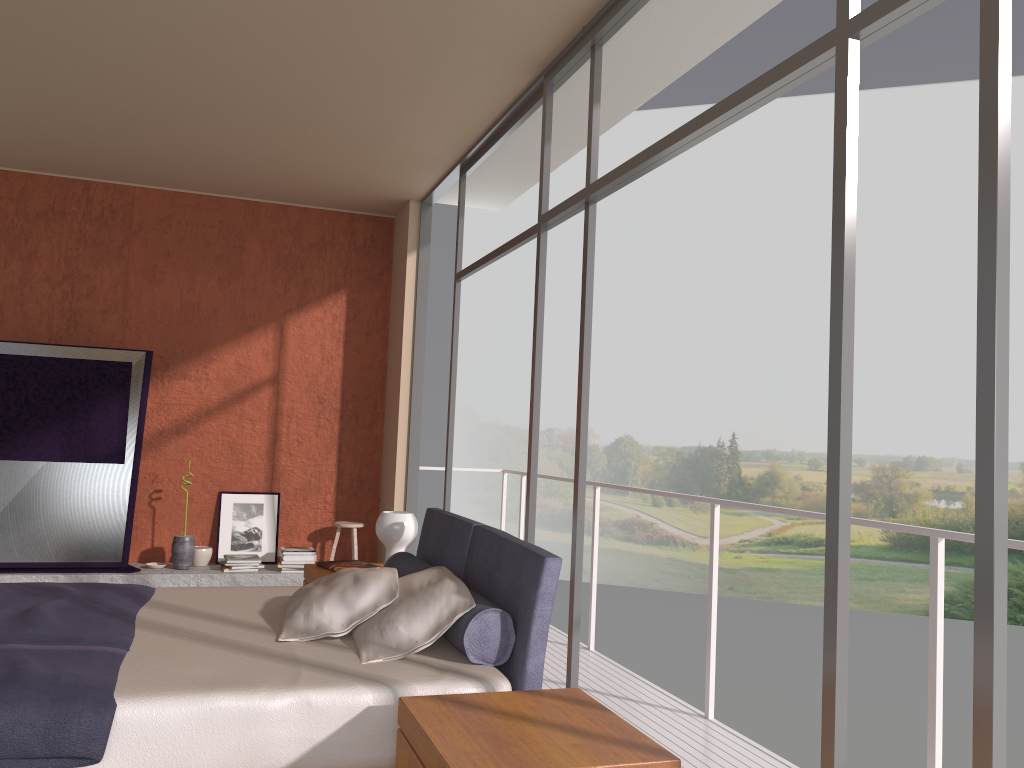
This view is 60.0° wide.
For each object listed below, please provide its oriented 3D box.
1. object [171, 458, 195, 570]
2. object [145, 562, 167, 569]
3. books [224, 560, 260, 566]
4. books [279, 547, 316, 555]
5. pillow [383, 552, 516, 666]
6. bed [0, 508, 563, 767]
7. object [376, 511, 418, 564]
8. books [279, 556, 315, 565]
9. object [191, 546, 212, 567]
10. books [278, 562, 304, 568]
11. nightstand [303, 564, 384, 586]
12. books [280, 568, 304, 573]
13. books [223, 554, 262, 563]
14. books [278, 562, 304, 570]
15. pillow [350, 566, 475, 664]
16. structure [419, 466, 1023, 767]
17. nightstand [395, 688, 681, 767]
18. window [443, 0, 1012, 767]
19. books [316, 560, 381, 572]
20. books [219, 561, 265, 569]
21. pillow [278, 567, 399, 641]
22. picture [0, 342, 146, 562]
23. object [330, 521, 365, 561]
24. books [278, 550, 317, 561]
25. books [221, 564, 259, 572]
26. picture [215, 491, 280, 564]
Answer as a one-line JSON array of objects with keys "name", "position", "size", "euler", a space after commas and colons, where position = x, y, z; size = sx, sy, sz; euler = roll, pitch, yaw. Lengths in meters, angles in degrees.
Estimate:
[{"name": "object", "position": [-2.398, 0.954, 6.520], "size": [0.165, 0.810, 0.165], "euler": [2, -4, 5]}, {"name": "object", "position": [-2.604, 1.337, 6.490], "size": [0.152, 0.040, 0.152], "euler": [1, -4, 16]}, {"name": "books", "position": [-2.011, 1.324, 6.613], "size": [0.247, 0.025, 0.287], "euler": [4, -4, -16]}, {"name": "books", "position": [-1.628, 1.267, 6.731], "size": [0.247, 0.025, 0.287], "euler": [4, -4, -19]}, {"name": "pillow", "position": [-0.299, 0.876, 3.627], "size": [0.205, 0.201, 1.470], "euler": [4, -4, -19]}, {"name": "bed", "position": [-1.287, 0.990, 3.297], "size": [2.462, 0.959, 2.017], "euler": [4, -4, -19]}, {"name": "object", "position": [-0.617, 0.853, 4.719], "size": [0.224, 0.338, 0.224], "euler": [3, -4, -7]}, {"name": "books", "position": [-1.629, 1.331, 6.722], "size": [0.247, 0.027, 0.328], "euler": [4, -4, -17]}, {"name": "object", "position": [-2.359, 1.304, 6.696], "size": [0.179, 0.137, 0.180], "euler": [3, -4, -6]}, {"name": "books", "position": [-1.627, 1.357, 6.701], "size": [0.247, 0.025, 0.287], "euler": [3, -4, -8]}, {"name": "nightstand", "position": [-0.826, 1.301, 4.818], "size": [0.562, 0.556, 0.628], "euler": [4, -4, -19]}, {"name": "books", "position": [-1.632, 1.398, 6.717], "size": [0.247, 0.018, 0.328], "euler": [4, -4, -17]}, {"name": "books", "position": [-2.013, 1.304, 6.619], "size": [0.247, 0.018, 0.328], "euler": [4, -4, -22]}, {"name": "books", "position": [-1.633, 1.380, 6.724], "size": [0.247, 0.018, 0.287], "euler": [4, -4, -19]}, {"name": "pillow", "position": [-0.400, 0.841, 3.305], "size": [0.400, 0.265, 0.791], "euler": [4, -4, -16]}, {"name": "structure", "position": [0.833, 0.983, 3.338], "size": [0.728, 1.005, 7.689], "euler": [4, -4, -19]}, {"name": "nightstand", "position": [0.029, 1.178, 2.323], "size": [0.562, 0.556, 0.628], "euler": [4, -4, -19]}, {"name": "window", "position": [0.560, -0.032, 3.089], "size": [0.075, 3.133, 6.106], "euler": [4, -4, -19]}, {"name": "books", "position": [-0.909, 1.013, 4.922], "size": [0.247, 0.025, 0.287], "euler": [5, -5, -38]}, {"name": "books", "position": [-2.020, 1.347, 6.625], "size": [0.247, 0.018, 0.328], "euler": [5, -4, -34]}, {"name": "pillow", "position": [-0.691, 0.856, 3.583], "size": [0.431, 0.264, 0.869], "euler": [3, -4, -11]}, {"name": "picture", "position": [-3.211, 0.476, 6.170], "size": [1.129, 1.496, 0.126], "euler": [4, -4, -19]}, {"name": "object", "position": [-1.281, 1.270, 6.992], "size": [0.260, 0.349, 0.257], "euler": [-1, -5, 40]}, {"name": "books", "position": [-1.628, 1.298, 6.724], "size": [0.247, 0.038, 0.319], "euler": [4, -4, -21]}, {"name": "books", "position": [-2.031, 1.369, 6.611], "size": [0.247, 0.025, 0.287], "euler": [4, -4, -22]}, {"name": "picture", "position": [-2.056, 1.122, 6.917], "size": [0.458, 0.550, 0.117], "euler": [4, -4, -19]}]
